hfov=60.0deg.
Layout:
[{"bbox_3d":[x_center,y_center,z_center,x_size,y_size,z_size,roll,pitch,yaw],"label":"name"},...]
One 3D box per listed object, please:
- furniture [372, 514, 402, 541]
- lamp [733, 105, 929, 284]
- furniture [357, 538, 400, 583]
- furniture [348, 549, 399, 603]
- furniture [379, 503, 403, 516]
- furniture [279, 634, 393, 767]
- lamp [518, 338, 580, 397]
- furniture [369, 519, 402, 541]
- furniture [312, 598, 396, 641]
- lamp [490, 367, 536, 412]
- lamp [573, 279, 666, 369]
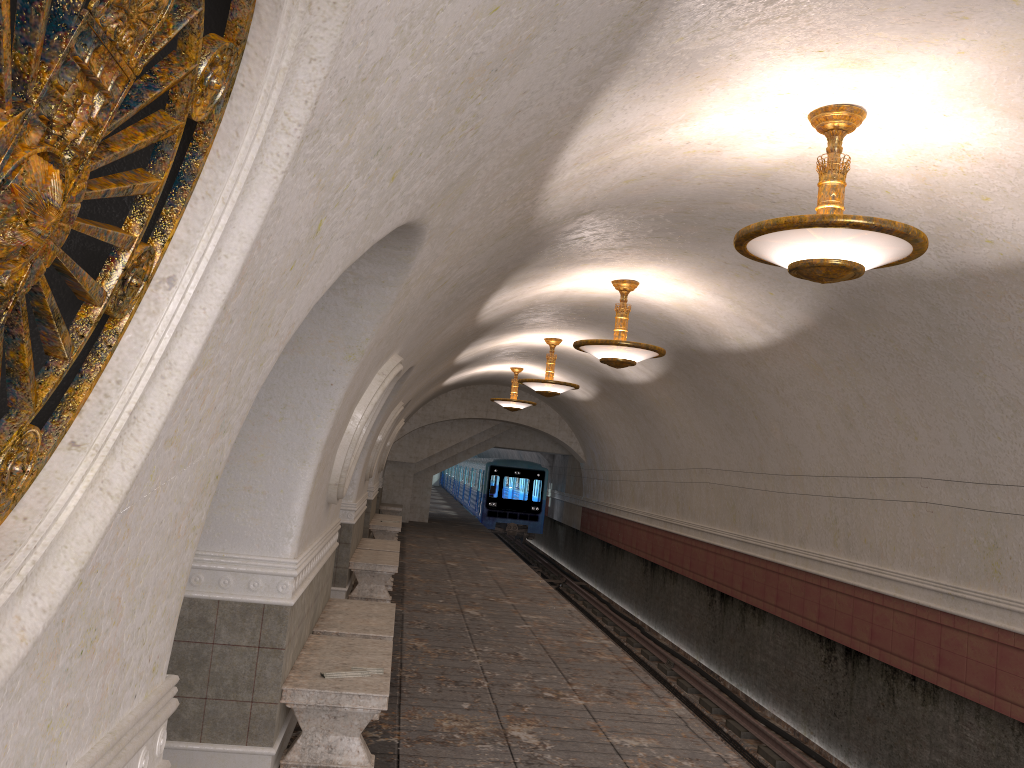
[{"bbox_3d":[-2.732,3.153,19.318,0.613,0.508,1.509,6,-5,-6],"label":"furniture"},{"bbox_3d":[1.762,-1.022,4.901,1.008,0.955,1.008,8,-6,-22],"label":"lamp"},{"bbox_3d":[-2.030,2.679,13.416,0.613,0.508,1.509,6,-5,-6],"label":"furniture"},{"bbox_3d":[-1.832,2.545,11.751,0.613,0.508,1.509,6,-5,-6],"label":"furniture"},{"bbox_3d":[-3.276,3.521,23.892,0.613,0.508,1.509,6,-5,-6],"label":"furniture"},{"bbox_3d":[-1.124,2.067,5.791,0.613,0.508,1.509,6,-5,-6],"label":"furniture"},{"bbox_3d":[0.625,-0.254,14.461,1.008,0.955,1.008,5,-5,10],"label":"lamp"},{"bbox_3d":[-2.534,3.020,17.653,0.613,0.508,1.509,6,-5,-6],"label":"furniture"},{"bbox_3d":[-1.322,2.200,7.456,0.613,0.508,1.509,6,-5,-6],"label":"furniture"},{"bbox_3d":[0.056,0.130,19.242,1.008,0.955,1.008,2,-7,39],"label":"lamp"},{"bbox_3d":[1.194,-0.638,9.682,1.008,0.955,1.008,5,-5,10],"label":"lamp"}]
